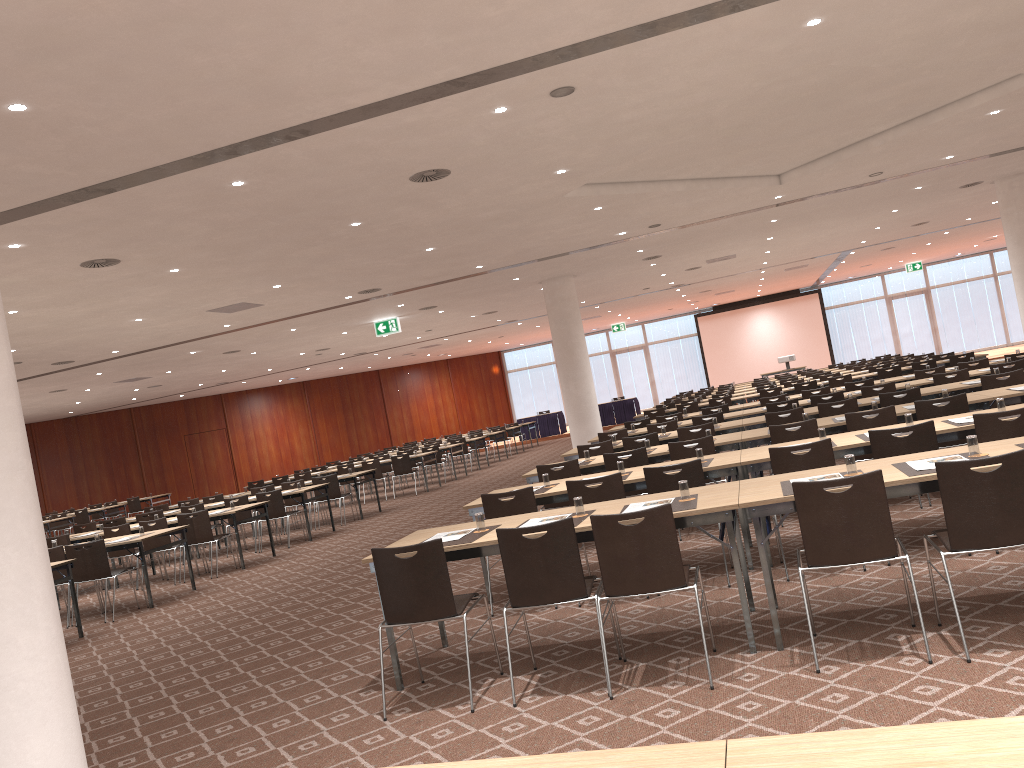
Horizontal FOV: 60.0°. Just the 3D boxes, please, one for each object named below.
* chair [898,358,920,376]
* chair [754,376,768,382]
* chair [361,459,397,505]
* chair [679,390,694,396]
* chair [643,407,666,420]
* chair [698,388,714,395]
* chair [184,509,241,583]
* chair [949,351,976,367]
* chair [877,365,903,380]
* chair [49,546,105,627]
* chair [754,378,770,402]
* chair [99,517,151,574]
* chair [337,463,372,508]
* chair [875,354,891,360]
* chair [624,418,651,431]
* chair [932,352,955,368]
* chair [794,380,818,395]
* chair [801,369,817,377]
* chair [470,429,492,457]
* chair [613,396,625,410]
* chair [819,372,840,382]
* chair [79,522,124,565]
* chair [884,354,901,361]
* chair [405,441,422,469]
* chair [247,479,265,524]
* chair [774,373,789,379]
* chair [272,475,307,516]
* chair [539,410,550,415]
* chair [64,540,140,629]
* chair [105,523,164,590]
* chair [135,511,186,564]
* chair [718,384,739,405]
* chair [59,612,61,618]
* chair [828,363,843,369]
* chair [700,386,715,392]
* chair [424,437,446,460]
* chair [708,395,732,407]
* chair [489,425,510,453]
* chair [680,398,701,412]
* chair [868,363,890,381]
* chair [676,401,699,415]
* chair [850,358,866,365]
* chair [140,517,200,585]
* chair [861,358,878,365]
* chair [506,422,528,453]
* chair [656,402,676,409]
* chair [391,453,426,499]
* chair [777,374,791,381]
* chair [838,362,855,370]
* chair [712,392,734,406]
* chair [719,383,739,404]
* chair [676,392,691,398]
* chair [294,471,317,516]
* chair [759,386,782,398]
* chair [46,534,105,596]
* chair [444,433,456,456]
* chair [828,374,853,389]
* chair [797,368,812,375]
[{"bbox_3d":[8.471,-0.056,18.803,0.536,0.939,0.613,-11,-1,14],"label":"chair"},{"bbox_3d":[7.743,0.260,27.283,0.536,0.939,0.613,-11,-1,16],"label":"chair"},{"bbox_3d":[-3.011,2.140,19.761,0.536,0.939,0.613,-11,-1,14],"label":"chair"},{"bbox_3d":[5.573,0.683,27.872,0.536,0.939,0.613,-11,-1,17],"label":"chair"},{"bbox_3d":[3.018,0.965,18.211,0.536,0.939,0.613,-11,-1,17],"label":"chair"},{"bbox_3d":[5.701,0.614,25.730,0.536,0.939,0.613,-11,-1,14],"label":"chair"},{"bbox_3d":[-4.288,2.229,12.471,0.536,0.939,0.613,-11,-1,14],"label":"chair"},{"bbox_3d":[8.547,-0.113,16.756,0.536,0.939,0.613,-11,-1,18],"label":"chair"},{"bbox_3d":[7.298,0.129,17.051,0.536,0.939,0.613,-11,-1,13],"label":"chair"},{"bbox_3d":[-5.406,2.403,10.659,0.536,0.939,0.613,-11,-1,15],"label":"chair"},{"bbox_3d":[7.229,0.318,25.396,0.536,0.939,0.613,-11,-1,17],"label":"chair"},{"bbox_3d":[-6.635,2.728,15.057,0.536,0.939,0.613,-11,-1,15],"label":"chair"},{"bbox_3d":[-3.614,2.261,20.070,0.536,0.939,0.613,-11,-1,18],"label":"chair"},{"bbox_3d":[11.088,-0.394,26.340,0.536,0.939,0.613,-11,-1,17],"label":"chair"},{"bbox_3d":[2.188,1.051,14.812,0.536,0.939,0.613,-11,-1,14],"label":"chair"},{"bbox_3d":[9.096,-0.179,18.598,0.536,0.939,0.613,-11,-1,17],"label":"chair"},{"bbox_3d":[5.852,0.413,17.486,0.536,0.939,0.613,-11,-1,14],"label":"chair"},{"bbox_3d":[8.440,0.079,24.988,0.536,0.939,0.613,-11,-1,17],"label":"chair"},{"bbox_3d":[-1.069,1.978,29.588,0.536,0.939,0.613,-11,-1,13],"label":"chair"},{"bbox_3d":[4.012,0.954,32.871,0.536,0.939,0.613,-11,-1,18],"label":"chair"},{"bbox_3d":[6.958,0.240,19.257,0.536,0.939,0.613,-11,-1,13],"label":"chair"},{"bbox_3d":[-7.167,2.833,15.278,0.536,0.939,0.613,-11,-1,13],"label":"chair"},{"bbox_3d":[10.537,-0.329,24.455,0.536,0.939,0.613,-11,-1,15],"label":"chair"},{"bbox_3d":[-3.304,2.414,30.194,0.536,0.939,0.613,-11,-1,13],"label":"chair"},{"bbox_3d":[-5.754,2.675,20.505,0.536,0.939,0.613,-11,-1,17],"label":"chair"},{"bbox_3d":[8.319,0.147,27.091,0.536,0.939,0.613,-11,-1,14],"label":"chair"},{"bbox_3d":[-5.178,2.565,20.433,0.536,0.939,0.613,-11,-1,16],"label":"chair"},{"bbox_3d":[1.261,1.491,33.617,0.536,0.939,0.613,-11,-1,17],"label":"chair"},{"bbox_3d":[-4.888,2.300,10.442,0.536,0.939,0.613,-11,-1,14],"label":"chair"},{"bbox_3d":[-5.508,2.466,12.757,0.536,0.939,0.613,-11,-1,14],"label":"chair"},{"bbox_3d":[-6.002,2.607,15.006,0.536,0.939,0.613,-11,-1,14],"label":"chair"},{"bbox_3d":[6.260,0.506,25.615,0.536,0.939,0.613,-11,-1,18],"label":"chair"},{"bbox_3d":[-6.059,2.531,10.881,0.536,0.939,0.613,-11,-1,14],"label":"chair"},{"bbox_3d":[9.803,-0.143,26.689,0.536,0.939,0.613,-11,-1,14],"label":"chair"},{"bbox_3d":[6.196,0.563,27.746,0.536,0.939,0.613,-11,-1,16],"label":"chair"},{"bbox_3d":[-2.654,2.289,30.102,0.536,0.939,0.613,-11,-1,14],"label":"chair"},{"bbox_3d":[4.261,0.722,17.838,0.536,0.939,0.613,-11,-1,15],"label":"chair"},{"bbox_3d":[-0.471,1.863,29.510,0.536,0.939,0.613,-11,-1,17],"label":"chair"},{"bbox_3d":[4.109,0.795,19.950,0.536,0.939,0.613,-11,-1,17],"label":"chair"},{"bbox_3d":[7.885,0.057,18.926,0.536,0.939,0.613,-11,-1,13],"label":"chair"},{"bbox_3d":[3.661,0.840,18.080,0.536,0.939,0.613,-11,-1,15],"label":"chair"},{"bbox_3d":[10.443,-0.266,26.595,0.536,0.939,0.613,-11,-1,14],"label":"chair"},{"bbox_3d":[-4.887,2.343,12.513,0.536,0.939,0.613,-11,-1,13],"label":"chair"},{"bbox_3d":[9.968,-0.219,24.573,0.536,0.939,0.613,-11,-1,16],"label":"chair"},{"bbox_3d":[0.124,1.745,29.265,0.536,0.939,0.613,-11,-1,15],"label":"chair"},{"bbox_3d":[3.580,0.898,20.129,0.536,0.939,0.613,-11,-1,15],"label":"chair"},{"bbox_3d":[-2.346,2.012,19.665,0.536,0.939,0.613,-11,-1,13],"label":"chair"},{"bbox_3d":[7.832,0.199,25.188,0.536,0.939,0.613,-11,-1,18],"label":"chair"},{"bbox_3d":[9.419,-0.110,24.802,0.536,0.939,0.613,-11,-1,17],"label":"chair"},{"bbox_3d":[4.781,0.665,19.847,0.536,0.939,0.613,-11,-1,16],"label":"chair"},{"bbox_3d":[6.726,0.458,27.523,0.536,0.939,0.613,-11,-1,13],"label":"chair"},{"bbox_3d":[5.106,0.732,25.971,0.536,0.939,0.613,-11,-1,12],"label":"chair"},{"bbox_3d":[-4.615,2.453,20.196,0.536,0.939,0.613,-11,-1,17],"label":"chair"},{"bbox_3d":[5.214,0.536,17.616,0.536,0.939,0.613,-11,-1,16],"label":"chair"},{"bbox_3d":[-6.452,2.649,12.937,0.536,0.939,0.613,-11,-1,12],"label":"chair"},{"bbox_3d":[-1.958,2.155,29.975,0.536,0.939,0.613,-11,-1,13],"label":"chair"},{"bbox_3d":[6.444,0.295,17.246,0.536,0.939,0.613,-11,-1,16],"label":"chair"},{"bbox_3d":[8.977,0.020,26.992,0.536,0.939,0.613,-11,-1,17],"label":"chair"}]
